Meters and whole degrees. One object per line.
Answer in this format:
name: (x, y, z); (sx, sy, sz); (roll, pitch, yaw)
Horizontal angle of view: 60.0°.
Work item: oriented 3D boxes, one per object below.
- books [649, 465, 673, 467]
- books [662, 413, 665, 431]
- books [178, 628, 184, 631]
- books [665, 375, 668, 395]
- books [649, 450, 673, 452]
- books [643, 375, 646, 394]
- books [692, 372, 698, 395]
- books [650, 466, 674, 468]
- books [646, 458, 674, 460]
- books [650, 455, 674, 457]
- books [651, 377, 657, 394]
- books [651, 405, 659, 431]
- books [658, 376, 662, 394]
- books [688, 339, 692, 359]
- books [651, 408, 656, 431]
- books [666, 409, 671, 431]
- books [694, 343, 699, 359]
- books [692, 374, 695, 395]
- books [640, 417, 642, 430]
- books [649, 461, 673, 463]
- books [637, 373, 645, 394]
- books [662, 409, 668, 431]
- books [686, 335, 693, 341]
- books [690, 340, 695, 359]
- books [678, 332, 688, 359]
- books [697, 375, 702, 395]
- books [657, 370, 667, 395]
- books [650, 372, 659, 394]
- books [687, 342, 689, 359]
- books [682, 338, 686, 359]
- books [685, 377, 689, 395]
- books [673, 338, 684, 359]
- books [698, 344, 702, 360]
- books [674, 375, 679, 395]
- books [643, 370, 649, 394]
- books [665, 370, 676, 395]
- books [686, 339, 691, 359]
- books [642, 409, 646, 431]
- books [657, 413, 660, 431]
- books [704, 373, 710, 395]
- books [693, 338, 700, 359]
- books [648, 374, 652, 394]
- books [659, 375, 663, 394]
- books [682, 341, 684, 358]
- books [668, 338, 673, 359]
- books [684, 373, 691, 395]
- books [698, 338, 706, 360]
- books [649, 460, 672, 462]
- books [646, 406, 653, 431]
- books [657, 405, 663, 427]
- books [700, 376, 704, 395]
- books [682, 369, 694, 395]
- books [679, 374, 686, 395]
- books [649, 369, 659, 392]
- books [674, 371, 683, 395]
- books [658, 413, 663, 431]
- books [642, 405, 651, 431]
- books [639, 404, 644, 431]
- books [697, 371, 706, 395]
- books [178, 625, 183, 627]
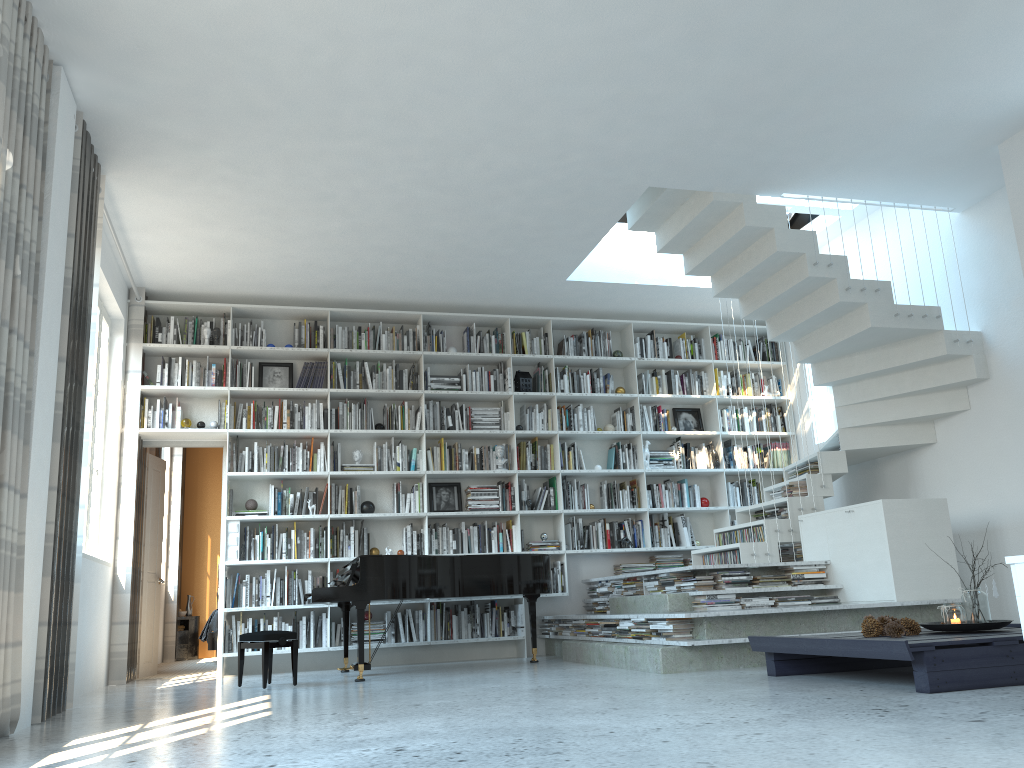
books: (1.425, 0.814, 8.676); (0.254, 0.012, 0.161); (0, -15, -12)
books: (1.472, 0.408, 8.791); (0.033, 0.212, 0.153); (1, -14, -15)
books: (-4.190, 3.061, 11.040); (0.128, 0.030, 0.182); (-4, -14, 6)
books: (1.520, 0.042, 8.902); (0.025, 0.238, 0.143); (1, -14, -15)
books: (1.420, 0.674, 8.715); (0.285, 0.012, 0.160); (1, -15, -13)
books: (1.291, 0.038, 8.837); (0.013, 0.236, 0.142); (1, -14, -15)
books: (1.831, 0.028, 8.975); (0.036, 0.271, 0.177); (1, -14, -15)
books: (1.426, 0.825, 8.671); (0.285, 0.012, 0.160); (0, -14, -11)
books: (1.424, 0.744, 8.696); (0.285, 0.012, 0.160); (2, -15, -18)
books: (1.424, 0.719, 8.697); (0.285, 0.012, 0.160); (2, -15, -20)
books: (1.389, 0.051, 8.846); (0.025, 0.207, 0.175); (1, -14, -15)
books: (1.404, 0.370, 8.779); (0.012, 0.286, 0.177); (1, -14, -15)
books: (1.447, 0.047, 8.877); (0.030, 0.223, 0.158); (1, -14, -15)
books: (1.793, -0.315, 9.076); (0.017, 0.256, 0.147); (1, -14, -15)
books: (1.371, 0.384, 8.792); (0.043, 0.268, 0.131); (1, -14, -15)
books: (1.523, 0.391, 8.798); (0.026, 0.243, 0.178); (1, -14, -15)
books: (1.856, -0.295, 9.072); (0.029, 0.209, 0.170); (1, -14, -15)
books: (1.807, 0.041, 8.974); (0.011, 0.248, 0.152); (1, -14, -15)
books: (1.233, 0.389, 8.752); (0.030, 0.253, 0.128); (1, -14, -15)
books: (1.425, 0.778, 8.683); (0.254, 0.012, 0.161); (2, -15, -20)
books: (1.278, 0.030, 8.838); (0.012, 0.253, 0.161); (1, -14, -15)
books: (1.497, 0.388, 8.803); (0.021, 0.252, 0.167); (1, -14, -15)
books: (1.828, -0.335, 9.089); (0.020, 0.298, 0.131); (1, -14, -15)
books: (1.816, -0.309, 9.058); (0.018, 0.234, 0.186); (1, -14, -15)
books: (1.749, -0.350, 9.058); (0.007, 0.320, 0.166); (1, -14, -15)
books: (1.862, 0.045, 8.987); (0.030, 0.240, 0.162); (1, -14, -15)
books: (1.497, 0.016, 8.892); (0.026, 0.287, 0.156); (1, -14, -15)
books: (1.411, 0.026, 8.863); (0.026, 0.260, 0.168); (1, -14, -15)
books: (1.760, -0.306, 9.041); (0.007, 0.225, 0.170); (1, -14, -15)
books: (1.723, -0.317, 9.042); (0.016, 0.251, 0.189); (1, -14, -15)
books: (1.733, 0.053, 8.944); (0.031, 0.217, 0.166); (1, -14, -15)
books: (1.693, -0.322, 9.026); (0.019, 0.255, 0.169); (1, -14, -15)
books: (1.903, -0.289, 9.109); (0.031, 0.211, 0.132); (1, -14, -15)
books: (1.617, 0.042, 8.903); (0.030, 0.229, 0.187); (1, -14, -15)
books: (1.321, 0.017, 8.851); (0.051, 0.281, 0.167); (1, -14, -15)
books: (1.561, 0.017, 8.864); (0.032, 0.264, 0.246); (1, -14, -15)
books: (1.774, -0.315, 9.055); (0.031, 0.248, 0.165); (1, -14, -15)
books: (1.273, 0.387, 8.740); (0.011, 0.247, 0.156); (1, -14, -15)
books: (1.416, 0.383, 8.794); (0.020, 0.266, 0.152); (1, -14, -15)
books: (1.949, 0.036, 9.017); (0.031, 0.264, 0.170); (1, -14, -15)
books: (1.876, -0.323, 9.104); (0.025, 0.278, 0.136); (1, -14, -15)
books: (1.357, 0.035, 8.865); (0.026, 0.250, 0.131); (1, -14, -15)
books: (1.469, 0.045, 8.899); (0.024, 0.235, 0.147); (1, -14, -15)
books: (1.706, -0.304, 9.028); (0.008, 0.220, 0.183); (1, -14, -15)
books: (1.581, -0.322, 9.007); (0.030, 0.257, 0.165); (1, -14, -15)
books: (1.755, 0.034, 8.965); (0.023, 0.263, 0.156); (1, -14, -15)
books: (1.935, -0.319, 9.102); (0.026, 0.262, 0.163); (1, -14, -15)
books: (1.421, 0.769, 8.696); (0.254, 0.012, 0.161); (1, -15, -15)
books: (1.347, 0.373, 8.777); (0.012, 0.284, 0.160); (1, -14, -15)
books: (1.448, 0.371, 8.789); (0.014, 0.284, 0.176); (1, -14, -15)
books: (1.898, 0.052, 9.006); (0.022, 0.233, 0.159); (1, -14, -15)
books: (1.779, 0.016, 8.962); (0.022, 0.293, 0.181); (1, -14, -15)
books: (1.700, 0.040, 8.930); (0.014, 0.239, 0.190); (1, -14, -15)
books: (1.426, 0.012, 8.880); (0.011, 0.295, 0.163); (1, -14, -15)
books: (1.662, 0.024, 8.950); (0.048, 0.282, 0.162); (1, -14, -15)
books: (1.440, 0.406, 8.766); (0.013, 0.206, 0.190); (1, -14, -15)
books: (1.308, 0.369, 8.761); (0.065, 0.288, 0.146); (1, -14, -15)
books: (1.257, 0.363, 8.751); (0.015, 0.300, 0.141); (1, -14, -15)
books: (1.921, 0.027, 9.014); (0.026, 0.283, 0.147); (1, -14, -15)
books: (-4.198, 3.021, 11.057); (0.133, 0.012, 0.189); (-3, -14, 1)
